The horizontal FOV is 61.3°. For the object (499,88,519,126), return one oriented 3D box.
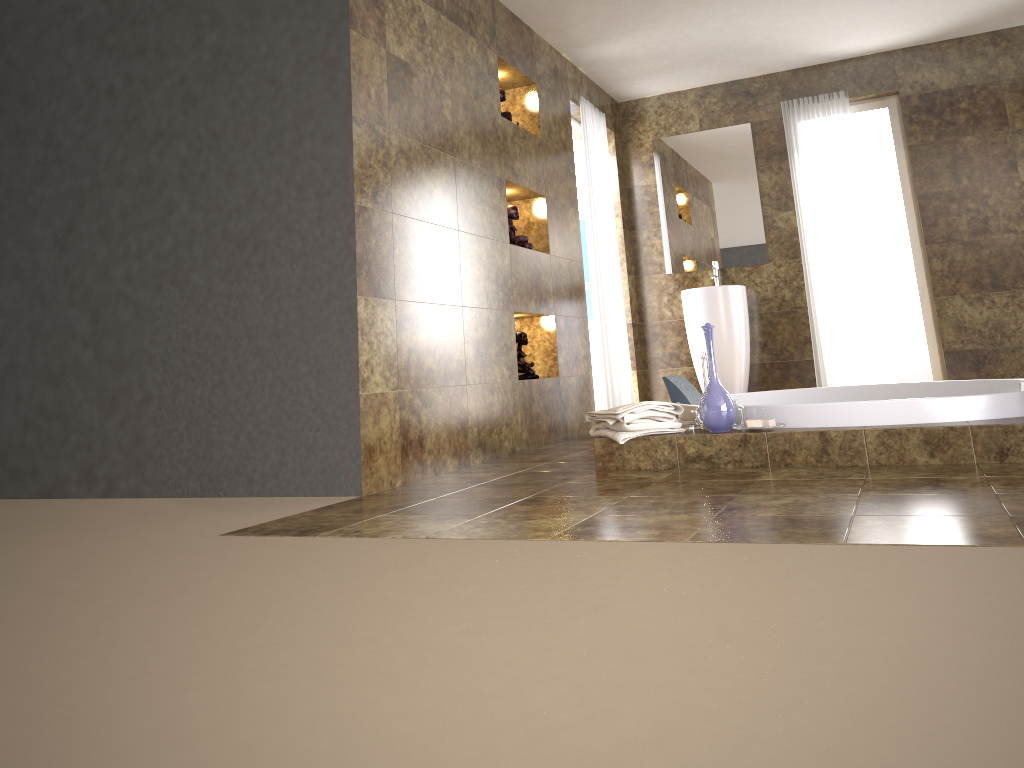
[{"bbox_3d":[-0.058,-1.616,5.049,0.150,0.275,0.119,-8,-11,23],"label":"object"}]

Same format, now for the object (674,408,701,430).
[{"bbox_3d":[0.722,0.146,3.609,0.169,0.078,0.166,-4,-2,5],"label":"object"}]

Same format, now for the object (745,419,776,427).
[{"bbox_3d":[0.935,0.149,3.257,0.099,0.033,0.061,-4,-2,39],"label":"object"}]

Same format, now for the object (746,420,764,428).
[{"bbox_3d":[0.899,0.148,3.197,0.053,0.035,0.072,-5,-2,24],"label":"object"}]

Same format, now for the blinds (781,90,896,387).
[{"bbox_3d":[2.301,-0.991,6.151,0.513,2.334,0.065,-8,-13,22],"label":"blinds"}]

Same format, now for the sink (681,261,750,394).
[{"bbox_3d":[1.475,-0.339,6.187,0.452,1.171,0.427,-9,-11,26],"label":"sink"}]

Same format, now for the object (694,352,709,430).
[{"bbox_3d":[0.788,0.026,3.474,0.128,0.318,0.127,-10,-12,31],"label":"object"}]

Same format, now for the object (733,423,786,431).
[{"bbox_3d":[0.929,0.165,3.245,0.189,0.019,0.186,-4,0,13],"label":"object"}]

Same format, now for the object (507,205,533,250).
[{"bbox_3d":[0.020,-0.897,4.955,0.173,0.294,0.109,-7,-11,23],"label":"object"}]

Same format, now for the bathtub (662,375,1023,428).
[{"bbox_3d":[1.642,0.176,3.909,1.748,0.538,1.710,-3,-1,-35],"label":"bathtub"}]

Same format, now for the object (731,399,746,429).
[{"bbox_3d":[0.886,0.118,3.403,0.058,0.119,0.055,-1,-10,-14],"label":"object"}]

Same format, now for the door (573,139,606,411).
[{"bbox_3d":[0.227,-0.800,6.726,0.956,2.296,0.038,-6,-12,12],"label":"door"}]

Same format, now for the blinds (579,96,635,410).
[{"bbox_3d":[0.673,-0.874,6.037,0.067,2.346,0.585,-9,-12,24],"label":"blinds"}]

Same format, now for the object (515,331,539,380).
[{"bbox_3d":[0.064,-0.161,4.776,0.150,0.282,0.148,-8,-10,24],"label":"object"}]

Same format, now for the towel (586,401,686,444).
[{"bbox_3d":[0.494,0.147,3.486,0.321,0.154,0.330,-3,-2,-22],"label":"towel"}]

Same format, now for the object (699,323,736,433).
[{"bbox_3d":[0.779,-0.028,3.340,0.134,0.433,0.133,-10,-13,31],"label":"object"}]

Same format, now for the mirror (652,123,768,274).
[{"bbox_3d":[1.500,-1.415,6.612,0.760,1.125,0.008,-7,-12,22],"label":"mirror"}]

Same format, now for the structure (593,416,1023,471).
[{"bbox_3d":[1.644,0.184,3.908,1.985,0.128,1.976,-4,1,24],"label":"structure"}]
